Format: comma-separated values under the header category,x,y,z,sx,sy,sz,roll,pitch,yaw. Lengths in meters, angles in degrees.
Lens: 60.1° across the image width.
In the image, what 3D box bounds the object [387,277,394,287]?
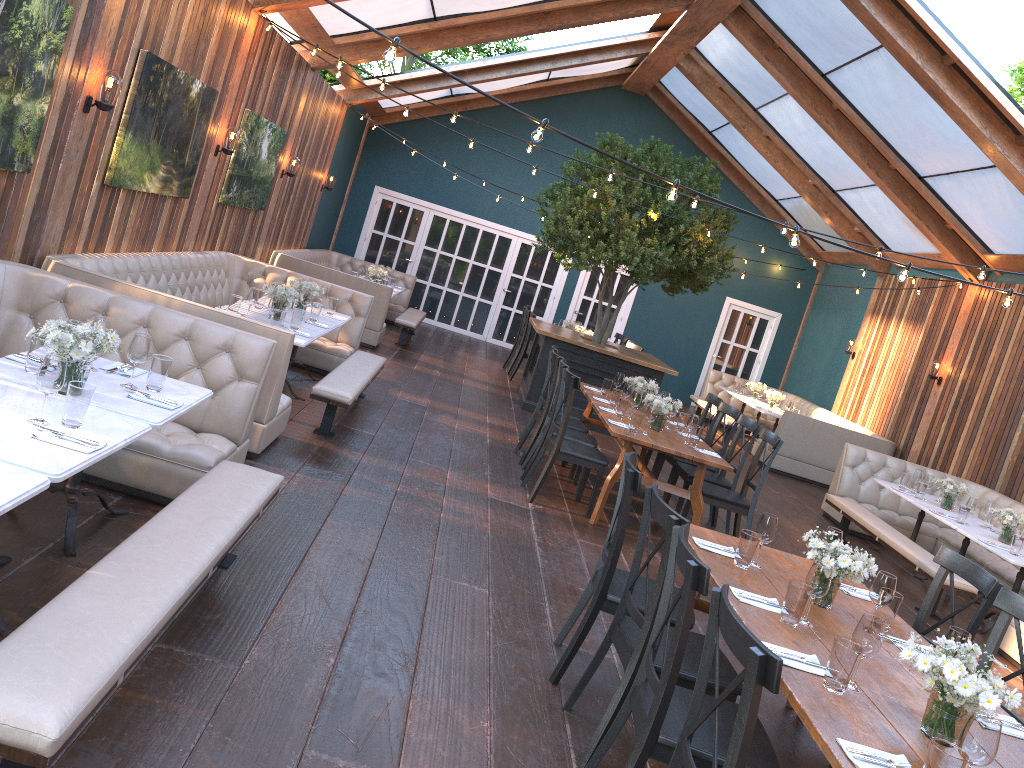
category,x,y,z,sx,sy,sz,roll,pitch,yaw
object,-1.902,-1.572,13.777,0.091,0.157,0.093,16,6,-17

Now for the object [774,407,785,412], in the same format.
category,x,y,z,sx,sy,sz,roll,pitch,yaw
object,4.217,0.399,13.962,0.255,0.019,0.159,17,8,-3

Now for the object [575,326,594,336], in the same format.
category,x,y,z,sx,sy,sz,roll,pitch,yaw
object,1.070,-0.714,13.351,0.330,0.308,0.337,19,6,11

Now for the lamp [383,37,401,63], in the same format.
category,x,y,z,sx,sy,sz,roll,pitch,yaw
lamp,-0.518,-1.441,3.810,0.056,0.120,0.057,17,5,-7

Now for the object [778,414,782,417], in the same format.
category,x,y,z,sx,sy,sz,roll,pitch,yaw
object,3.979,0.476,12.928,0.157,0.019,0.257,17,8,-4

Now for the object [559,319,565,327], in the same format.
category,x,y,z,sx,sy,sz,roll,pitch,yaw
object,0.804,-0.944,14.578,0.093,0.243,0.091,21,6,38

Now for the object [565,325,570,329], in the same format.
category,x,y,z,sx,sy,sz,roll,pitch,yaw
object,0.818,-0.772,13.437,0.091,0.243,0.093,13,7,-46

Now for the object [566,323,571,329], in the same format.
category,x,y,z,sx,sy,sz,roll,pitch,yaw
object,0.869,-0.840,14.009,0.093,0.243,0.091,21,6,38

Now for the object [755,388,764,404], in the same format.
category,x,y,z,sx,sy,sz,roll,pitch,yaw
object,3.889,0.186,13.907,0.091,0.243,0.093,13,7,-46

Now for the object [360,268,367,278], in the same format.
category,x,y,z,sx,sy,sz,roll,pitch,yaw
object,-2.163,-1.552,12.773,0.091,0.243,0.093,13,7,-46

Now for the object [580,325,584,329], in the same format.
category,x,y,z,sx,sy,sz,roll,pitch,yaw
object,1.131,-0.866,14.749,0.093,0.243,0.091,21,6,38

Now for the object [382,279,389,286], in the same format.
category,x,y,z,sx,sy,sz,roll,pitch,yaw
object,-1.877,-1.454,13.025,0.091,0.157,0.093,16,6,-17

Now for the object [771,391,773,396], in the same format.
category,x,y,z,sx,sy,sz,roll,pitch,yaw
object,4.117,0.238,14.040,0.091,0.243,0.093,13,7,-46

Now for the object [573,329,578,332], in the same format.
category,x,y,z,sx,sy,sz,roll,pitch,yaw
object,0.890,-0.667,12.873,0.091,0.243,0.093,13,7,-46

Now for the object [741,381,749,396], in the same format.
category,x,y,z,sx,sy,sz,roll,pitch,yaw
object,3.873,0.068,14.677,0.093,0.243,0.091,21,6,38

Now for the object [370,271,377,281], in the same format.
category,x,y,z,sx,sy,sz,roll,pitch,yaw
object,-2.004,-1.493,12.711,0.091,0.243,0.093,13,7,-46

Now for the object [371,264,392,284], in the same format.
category,x,y,z,sx,sy,sz,roll,pitch,yaw
object,-2.091,-1.763,14.133,0.333,0.308,0.333,13,8,-38

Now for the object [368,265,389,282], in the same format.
category,x,y,z,sx,sy,sz,roll,pitch,yaw
object,-2.052,-1.630,13.305,0.340,0.308,0.327,23,8,38

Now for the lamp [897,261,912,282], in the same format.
category,x,y,z,sx,sy,sz,roll,pitch,yaw
lamp,2.179,-0.624,4.912,0.056,0.120,0.056,19,5,15

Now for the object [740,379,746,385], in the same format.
category,x,y,z,sx,sy,sz,roll,pitch,yaw
object,3.878,0.034,14.919,0.093,0.243,0.091,21,6,38

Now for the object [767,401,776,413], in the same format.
category,x,y,z,sx,sy,sz,roll,pitch,yaw
object,3.821,0.336,13.048,0.091,0.157,0.093,16,6,-17

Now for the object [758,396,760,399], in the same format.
category,x,y,z,sx,sy,sz,roll,pitch,yaw
object,4.162,0.170,14.910,0.091,0.157,0.093,16,6,-17

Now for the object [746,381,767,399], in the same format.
category,x,y,z,sx,sy,sz,roll,pitch,yaw
object,3.989,0.099,14.484,0.333,0.308,0.333,13,8,-38

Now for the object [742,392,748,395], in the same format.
category,x,y,z,sx,sy,sz,roll,pitch,yaw
object,3.930,0.147,15.069,0.157,0.019,0.257,17,8,-4

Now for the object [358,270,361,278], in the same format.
category,x,y,z,sx,sy,sz,roll,pitch,yaw
object,-2.296,-1.652,13.475,0.091,0.157,0.093,16,6,-17

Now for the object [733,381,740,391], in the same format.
category,x,y,z,sx,sy,sz,roll,pitch,yaw
object,3.801,0.042,15.006,0.091,0.157,0.093,16,6,-17

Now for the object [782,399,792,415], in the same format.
category,x,y,z,sx,sy,sz,roll,pitch,yaw
object,4.140,0.355,13.293,0.091,0.243,0.093,13,7,-46

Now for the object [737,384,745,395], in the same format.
category,x,y,z,sx,sy,sz,roll,pitch,yaw
object,3.779,0.093,14.611,0.091,0.157,0.093,16,6,-17

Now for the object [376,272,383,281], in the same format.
category,x,y,z,sx,sy,sz,roll,pitch,yaw
object,-1.955,-1.513,12.951,0.091,0.243,0.093,13,7,-46

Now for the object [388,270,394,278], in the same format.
category,x,y,z,sx,sy,sz,roll,pitch,yaw
object,-1.992,-1.747,14.469,0.093,0.243,0.091,21,6,38

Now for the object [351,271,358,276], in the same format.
category,x,y,z,sx,sy,sz,roll,pitch,yaw
object,-2.272,-1.529,12.684,0.091,0.157,0.093,16,6,-17

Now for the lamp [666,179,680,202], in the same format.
category,x,y,z,sx,sy,sz,roll,pitch,yaw
lamp,0.800,-0.958,4.379,0.056,0.120,0.057,17,5,-5

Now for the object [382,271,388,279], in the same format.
category,x,y,z,sx,sy,sz,roll,pitch,yaw
object,-1.984,-1.629,13.679,0.091,0.243,0.093,13,7,-46

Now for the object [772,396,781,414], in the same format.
category,x,y,z,sx,sy,sz,roll,pitch,yaw
object,3.916,0.311,13.114,0.091,0.243,0.093,13,7,-46

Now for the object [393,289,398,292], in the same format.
category,x,y,z,sx,sy,sz,roll,pitch,yaw
object,-1.874,-1.467,13.621,0.255,0.019,0.159,17,8,-3

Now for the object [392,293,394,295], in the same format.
category,x,y,z,sx,sy,sz,roll,pitch,yaw
object,-1.847,-1.351,12.885,0.255,0.019,0.159,17,8,-3

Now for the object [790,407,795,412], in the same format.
category,x,y,z,sx,sy,sz,roll,pitch,yaw
object,4.209,0.411,13.366,0.091,0.157,0.093,16,6,-17

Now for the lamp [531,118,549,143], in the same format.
category,x,y,z,sx,sy,sz,roll,pitch,yaw
lamp,0.125,-1.178,4.101,0.056,0.119,0.057,13,7,-43

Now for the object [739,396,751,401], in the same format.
category,x,y,z,sx,sy,sz,roll,pitch,yaw
object,3.722,0.238,14.002,0.255,0.019,0.159,17,8,-3

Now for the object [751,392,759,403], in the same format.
category,x,y,z,sx,sy,sz,roll,pitch,yaw
object,3.794,0.211,13.841,0.091,0.157,0.093,16,6,-17

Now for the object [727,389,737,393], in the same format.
category,x,y,z,sx,sy,sz,roll,pitch,yaw
object,3.706,0.120,14.772,0.255,0.019,0.159,17,8,-3

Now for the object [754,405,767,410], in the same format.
category,x,y,z,sx,sy,sz,roll,pitch,yaw
object,3.749,0.363,13.209,0.255,0.019,0.159,17,8,-3

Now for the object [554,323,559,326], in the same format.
category,x,y,z,sx,sy,sz,roll,pitch,yaw
object,0.710,-0.919,14.511,0.092,0.157,0.091,20,6,23

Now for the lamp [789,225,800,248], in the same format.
category,x,y,z,sx,sy,sz,roll,pitch,yaw
lamp,1.490,-0.773,4.640,0.056,0.120,0.056,18,5,2

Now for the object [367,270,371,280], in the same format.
category,x,y,z,sx,sy,sz,roll,pitch,yaw
object,-2.178,-1.669,13.537,0.091,0.243,0.093,13,7,-46

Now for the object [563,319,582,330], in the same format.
category,x,y,z,sx,sy,sz,roll,pitch,yaw
object,0.975,-0.895,14.375,0.328,0.308,0.339,17,6,-6

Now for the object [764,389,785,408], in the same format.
category,x,y,z,sx,sy,sz,roll,pitch,yaw
object,4.028,0.232,13.657,0.340,0.308,0.327,23,8,38

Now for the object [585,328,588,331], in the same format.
category,x,y,z,sx,sy,sz,roll,pitch,yaw
object,1.151,-0.772,14.149,0.093,0.243,0.091,21,6,38

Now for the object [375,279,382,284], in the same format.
category,x,y,z,sx,sy,sz,roll,pitch,yaw
object,-1.923,-1.408,12.613,0.091,0.157,0.093,16,6,-17

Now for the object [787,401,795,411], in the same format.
category,x,y,z,sx,sy,sz,roll,pitch,yaw
object,4.098,0.376,13.061,0.091,0.243,0.093,13,7,-46

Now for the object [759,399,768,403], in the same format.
category,x,y,z,sx,sy,sz,roll,pitch,yaw
object,4.193,0.275,14.760,0.255,0.019,0.159,17,8,-3

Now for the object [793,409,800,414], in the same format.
category,x,y,z,sx,sy,sz,roll,pitch,yaw
object,4.150,0.449,12.980,0.091,0.157,0.093,16,6,-17
